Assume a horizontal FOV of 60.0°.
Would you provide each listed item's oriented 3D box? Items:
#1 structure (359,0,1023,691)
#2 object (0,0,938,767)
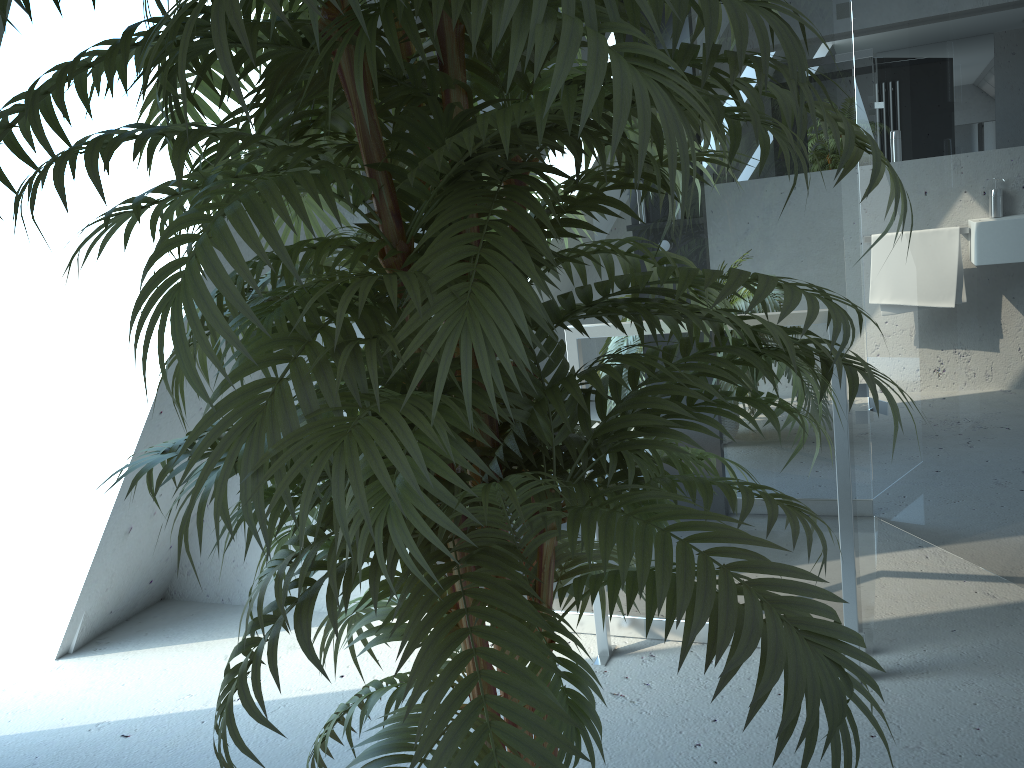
[{"bbox_3d":[0.613,-0.450,2.472,1.835,2.114,1.184,-2,11,24],"label":"structure"},{"bbox_3d":[-0.070,-0.087,1.065,1.020,2.034,0.980,-10,10,-17],"label":"object"}]
